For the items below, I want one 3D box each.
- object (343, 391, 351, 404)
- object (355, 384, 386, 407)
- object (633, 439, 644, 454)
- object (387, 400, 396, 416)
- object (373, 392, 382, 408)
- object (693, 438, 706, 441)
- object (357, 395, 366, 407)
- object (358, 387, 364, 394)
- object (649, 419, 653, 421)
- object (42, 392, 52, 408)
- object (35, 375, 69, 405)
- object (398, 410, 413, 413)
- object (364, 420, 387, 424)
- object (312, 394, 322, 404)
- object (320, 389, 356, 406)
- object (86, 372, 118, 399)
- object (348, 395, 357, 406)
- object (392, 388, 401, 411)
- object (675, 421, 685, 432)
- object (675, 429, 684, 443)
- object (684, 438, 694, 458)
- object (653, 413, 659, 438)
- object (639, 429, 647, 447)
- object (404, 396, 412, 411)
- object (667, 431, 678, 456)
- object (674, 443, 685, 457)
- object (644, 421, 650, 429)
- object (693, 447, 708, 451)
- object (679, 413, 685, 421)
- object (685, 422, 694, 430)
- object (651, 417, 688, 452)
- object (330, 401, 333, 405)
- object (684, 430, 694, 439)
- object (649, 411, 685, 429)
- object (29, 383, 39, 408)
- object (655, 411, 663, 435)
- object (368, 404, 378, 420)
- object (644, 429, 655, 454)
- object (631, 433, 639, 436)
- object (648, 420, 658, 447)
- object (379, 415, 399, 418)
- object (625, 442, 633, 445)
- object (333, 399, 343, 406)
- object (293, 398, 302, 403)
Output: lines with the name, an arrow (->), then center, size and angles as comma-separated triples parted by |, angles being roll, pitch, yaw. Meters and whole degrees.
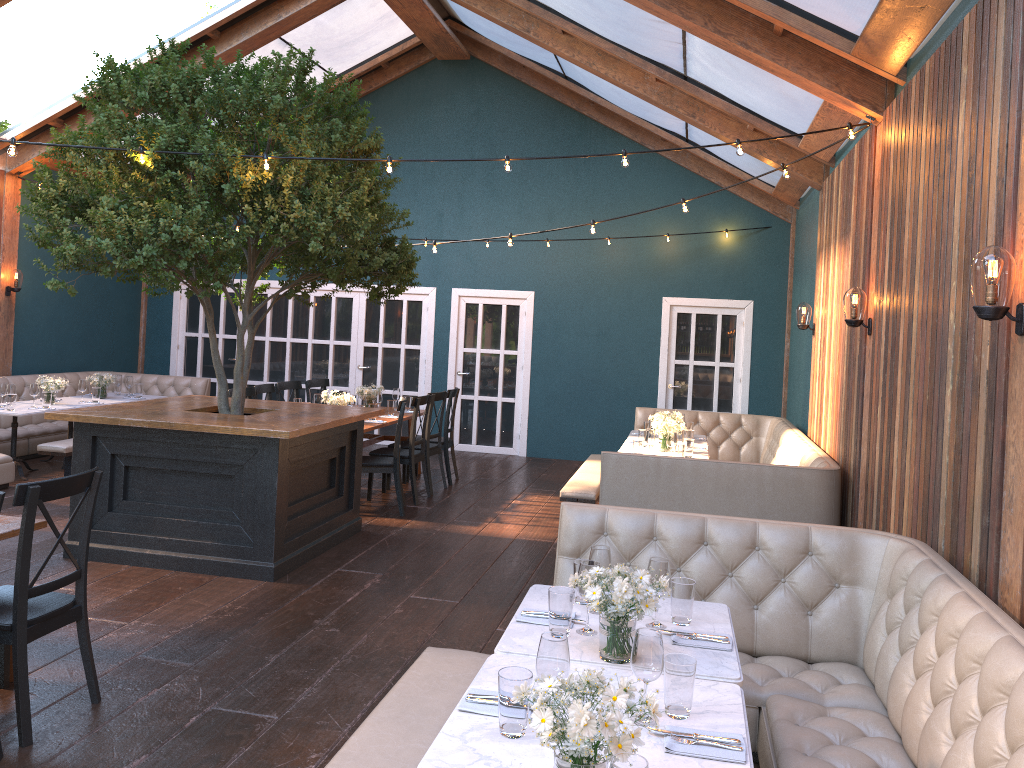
object -> -1.726, 0.193, 9.206 | 0.092, 0.244, 0.092 | 3, 0, -36
object -> -1.541, 0.148, 9.540 | 0.329, 0.309, 0.336 | 3, 2, 9
object -> 1.066, 0.548, 7.466 | 0.092, 0.158, 0.092 | 3, 1, -2
object -> -1.275, 0.251, 9.328 | 0.092, 0.158, 0.091 | 4, 1, 38
object -> -1.407, 0.205, 9.268 | 0.092, 0.244, 0.092 | 3, 0, -36
object -> 1.854, 0.555, 9.027 | 0.255, 0.019, 0.157 | 4, 4, 12
object -> -1.491, 0.235, 8.749 | 0.092, 0.244, 0.092 | 3, 0, -31
object -> -1.659, 0.159, 9.778 | 0.092, 0.244, 0.092 | 3, 0, -36
object -> 1.498, 0.444, 9.382 | 0.092, 0.158, 0.092 | 3, 1, -2
object -> -4.711, 0.160, 8.961 | 0.092, 0.158, 0.092 | 3, 1, -2
object -> -4.841, 0.056, 9.293 | 0.328, 0.309, 0.337 | 1, 2, -36
object -> -1.159, 0.301, 9.722 | 0.255, 0.019, 0.157 | 4, 4, 12
object -> -1.360, 0.361, 8.637 | 0.255, 0.019, 0.157 | 4, 4, 12
object -> -1.910, 0.220, 8.661 | 0.092, 0.244, 0.092 | 3, 0, -31
object -> -1.681, 0.208, 8.515 | 0.329, 0.309, 0.336 | 4, 2, 27
object -> -4.689, 0.011, 10.111 | 0.336, 0.309, 0.330 | 2, 2, -23
object -> -1.760, 0.200, 9.731 | 0.092, 0.158, 0.091 | 4, 1, 38
object -> -1.289, 0.173, 9.858 | 0.092, 0.244, 0.092 | 3, 0, -36
object -> 1.585, 0.472, 8.362 | 0.092, 0.244, 0.092 | 3, 0, -31
object -> 1.435, 0.513, 7.627 | 0.092, 0.244, 0.092 | 3, 0, -31
object -> 1.531, 0.558, 7.673 | 0.092, 0.158, 0.092 | 3, 1, -2
object -> 1.485, 0.422, 9.049 | 0.092, 0.244, 0.092 | 3, 0, -36
object -> 1.222, 0.505, 8.247 | 0.092, 0.158, 0.092 | 3, 1, -2
object -> -1.169, 0.219, 9.902 | 0.092, 0.158, 0.091 | 4, 1, 38
object -> 1.339, 0.522, 7.411 | 0.092, 0.244, 0.092 | 3, 0, -31
object -> 1.383, 0.574, 7.312 | 0.092, 0.158, 0.092 | 3, 1, -2
object -> 1.384, 0.463, 9.003 | 0.092, 0.158, 0.092 | 3, 1, -2
object -> 1.694, 0.598, 8.242 | 0.255, 0.019, 0.157 | 4, 4, 12
object -> 1.745, 0.429, 9.147 | 0.092, 0.244, 0.092 | 3, 0, -36
object -> 1.841, 0.474, 9.193 | 0.092, 0.158, 0.092 | 3, 1, -2
object -> 1.398, 0.453, 8.016 | 0.328, 0.309, 0.337 | 1, 2, -36
object -> -1.840, 0.233, 9.164 | 0.092, 0.158, 0.091 | 4, 1, 38
object -> 1.681, 0.517, 8.408 | 0.092, 0.158, 0.092 | 3, 1, -2
object -> 1.550, 0.407, 8.835 | 0.336, 0.309, 0.330 | 2, 2, -23
object -> -4.816, 0.115, 8.917 | 0.092, 0.244, 0.092 | 3, 0, -31
object -> 1.546, 0.410, 9.283 | 0.092, 0.244, 0.092 | 3, 0, -36
object -> -1.388, 0.279, 8.814 | 0.091, 0.158, 0.092 | 2, 1, -42
object -> 1.167, 0.507, 7.512 | 0.092, 0.244, 0.092 | 3, 0, -31
object -> 1.364, 0.521, 9.168 | 0.255, 0.019, 0.157 | 4, 4, 12
object -> 1.323, 0.464, 8.293 | 0.092, 0.244, 0.092 | 3, 0, -31
object -> -1.281, 0.333, 9.140 | 0.255, 0.019, 0.157 | 4, 4, 12
object -> 1.202, 0.562, 8.412 | 0.255, 0.019, 0.157 | 4, 4, 12
object -> -1.610, 0.267, 8.164 | 0.092, 0.244, 0.092 | 3, 0, -31
object -> -1.968, 0.254, 8.091 | 0.092, 0.244, 0.092 | 3, 0, -31
